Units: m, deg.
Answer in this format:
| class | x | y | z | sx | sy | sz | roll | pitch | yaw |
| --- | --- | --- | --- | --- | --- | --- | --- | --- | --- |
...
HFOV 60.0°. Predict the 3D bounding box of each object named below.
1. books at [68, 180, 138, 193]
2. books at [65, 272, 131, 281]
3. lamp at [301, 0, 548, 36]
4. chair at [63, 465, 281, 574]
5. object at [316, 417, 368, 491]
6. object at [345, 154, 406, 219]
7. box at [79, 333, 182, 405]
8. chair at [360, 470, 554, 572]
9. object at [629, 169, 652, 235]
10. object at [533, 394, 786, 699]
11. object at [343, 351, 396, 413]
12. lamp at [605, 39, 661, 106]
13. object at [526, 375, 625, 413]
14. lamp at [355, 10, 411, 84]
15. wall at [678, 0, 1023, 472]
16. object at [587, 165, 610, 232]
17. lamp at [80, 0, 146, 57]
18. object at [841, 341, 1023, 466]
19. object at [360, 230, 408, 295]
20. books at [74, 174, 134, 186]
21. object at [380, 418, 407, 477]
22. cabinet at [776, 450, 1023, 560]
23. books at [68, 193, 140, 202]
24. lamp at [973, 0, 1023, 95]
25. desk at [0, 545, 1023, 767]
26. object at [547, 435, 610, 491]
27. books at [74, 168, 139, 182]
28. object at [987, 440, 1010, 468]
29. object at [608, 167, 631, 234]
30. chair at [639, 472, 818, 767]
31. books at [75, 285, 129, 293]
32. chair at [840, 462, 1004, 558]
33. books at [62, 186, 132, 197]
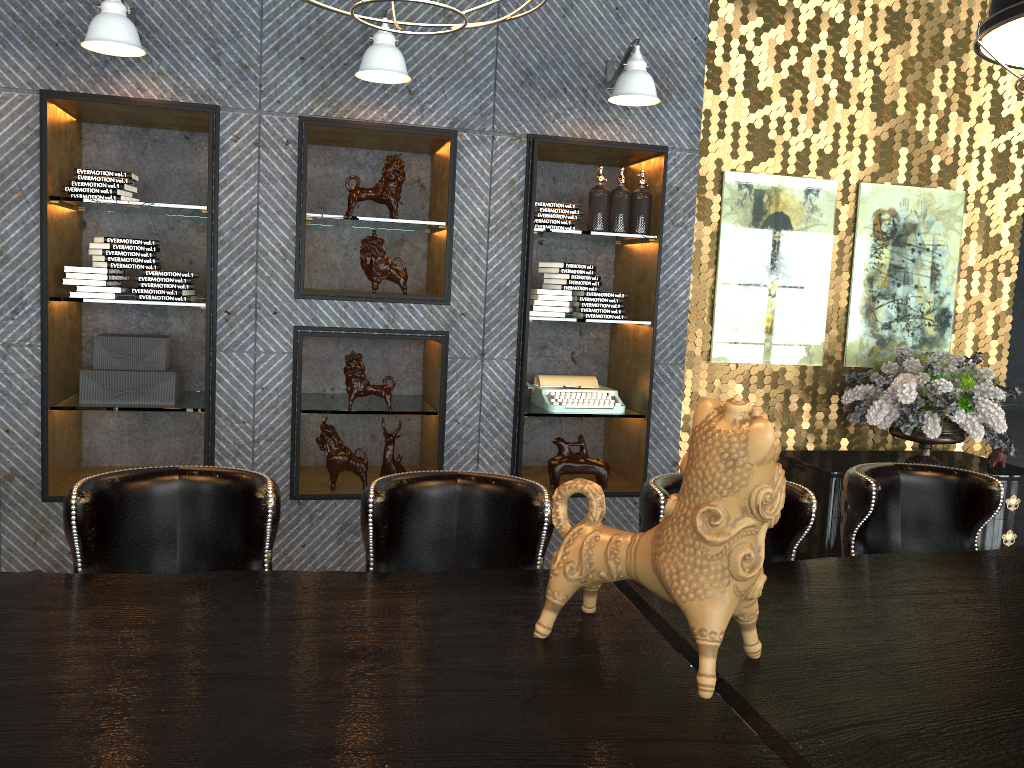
| class | x | y | z | sx | sy | sz | roll | pitch | yaw |
| --- | --- | --- | --- | --- | --- | --- | --- | --- | --- |
| books | -1.900 | -0.918 | 4.130 | 0.245 | 0.028 | 0.194 | 2 | 6 | -6 |
| books | -1.916 | -0.498 | 4.111 | 0.193 | 0.028 | 0.246 | 3 | 6 | -1 |
| lamp | -0.108 | -1.729 | 1.309 | 0.622 | 2.300 | 0.622 | 6 | 7 | 31 |
| chair | -0.830 | 0.789 | 2.174 | 0.504 | 1.091 | 0.569 | 1 | 6 | -19 |
| object | -0.849 | 0.350 | 4.441 | 0.266 | 0.359 | 0.168 | 1 | 6 | -21 |
| object | -0.668 | -0.972 | 4.337 | 0.292 | 0.325 | 0.152 | 1 | 6 | -16 |
| box | -1.823 | -0.070 | 4.244 | 0.419 | 0.315 | 0.323 | 1 | 6 | -14 |
| chair | -0.155 | 0.811 | 2.272 | 0.504 | 1.091 | 0.569 | 2 | 6 | -5 |
| object | 0.676 | -0.951 | 4.645 | 0.109 | 0.349 | 0.109 | -3 | 8 | -43 |
| object | 0.285 | 0.267 | 1.717 | 0.475 | 0.545 | 0.249 | 8 | 8 | 39 |
| object | -0.703 | -0.013 | 4.377 | 0.256 | 0.294 | 0.135 | 2 | 6 | -6 |
| lamp | 0.581 | -1.475 | 4.241 | 0.243 | 0.287 | 0.490 | 3 | 6 | 2 |
| object | 0.300 | 0.047 | 4.865 | 0.535 | 0.148 | 0.485 | 1 | 7 | -15 |
| lamp | -0.548 | -1.491 | 3.968 | 0.243 | 0.287 | 0.490 | 3 | 6 | 2 |
| wall | 1.954 | -1.028 | 5.169 | 2.445 | 4.378 | 0.025 | 1 | 6 | -14 |
| object | 0.452 | -0.956 | 4.592 | 0.109 | 0.349 | 0.109 | 6 | 7 | 31 |
| lamp | -1.606 | -1.516 | 3.712 | 0.243 | 0.287 | 0.490 | 3 | 6 | 2 |
| object | 2.315 | 0.115 | 4.973 | 0.875 | 0.662 | 0.848 | 5 | 6 | 17 |
| object | -0.631 | -0.588 | 4.384 | 0.242 | 0.337 | 0.159 | 2 | 6 | -9 |
| books | -1.898 | -0.947 | 4.138 | 0.245 | 0.028 | 0.194 | 0 | 7 | -22 |
| object | -0.605 | 0.348 | 4.532 | 0.116 | 0.358 | 0.198 | 5 | 6 | 16 |
| cabinet | 2.207 | 0.806 | 5.044 | 1.385 | 0.737 | 0.711 | 1 | 6 | -14 |
| books | -1.891 | -0.859 | 4.119 | 0.245 | 0.028 | 0.194 | 3 | 6 | 2 |
| lamp | 1.310 | -1.697 | 1.652 | 0.622 | 2.300 | 0.622 | 6 | 7 | 31 |
| desk | 0.324 | 0.994 | 1.694 | 7.594 | 0.926 | 1.435 | 1 | 6 | -14 |
| object | 0.361 | 0.419 | 4.719 | 0.341 | 0.303 | 0.165 | 2 | 6 | -9 |
| books | -1.892 | -0.976 | 4.146 | 0.245 | 0.028 | 0.194 | 1 | 7 | -14 |
| object | 2.743 | 0.385 | 5.010 | 0.082 | 0.164 | 0.173 | 4 | 6 | 11 |
| object | 0.564 | -0.953 | 4.619 | 0.109 | 0.349 | 0.109 | 0 | 7 | -29 |
| chair | 0.590 | 0.830 | 2.431 | 0.504 | 1.091 | 0.569 | 2 | 6 | -12 |
| books | -1.902 | -0.443 | 4.134 | 0.193 | 0.028 | 0.246 | 1 | 7 | -15 |
| chair | 1.270 | 0.830 | 2.730 | 0.504 | 1.091 | 0.569 | 2 | 6 | -12 |
| books | -1.917 | -0.888 | 4.109 | 0.245 | 0.028 | 0.194 | 3 | 6 | -3 |
